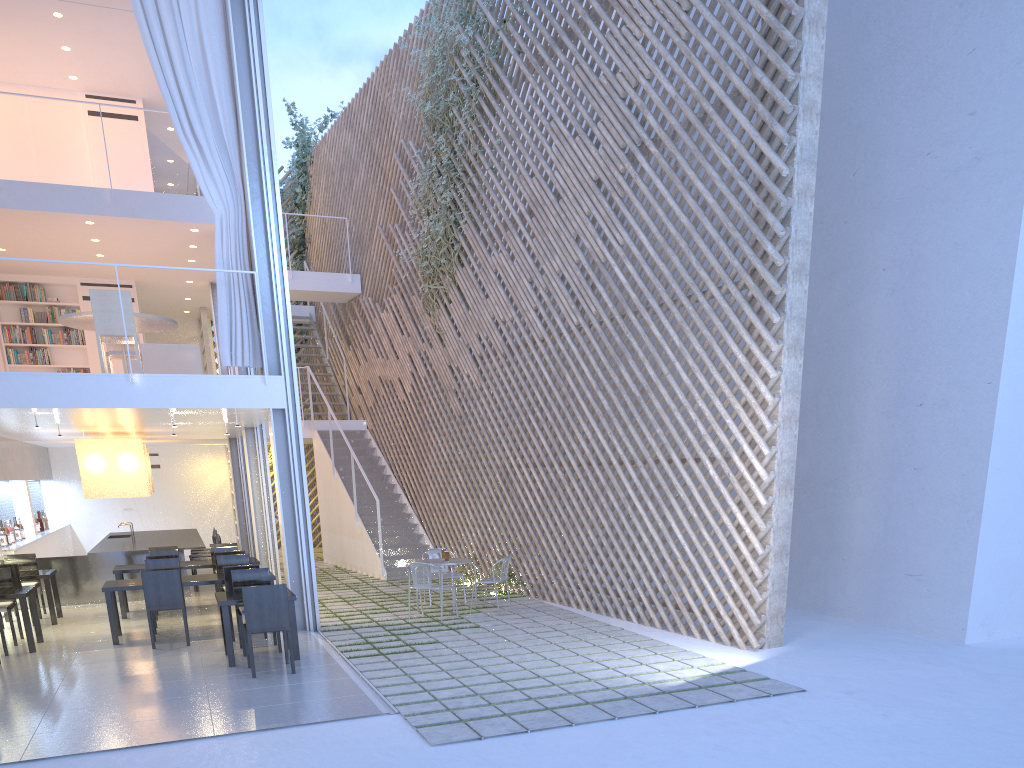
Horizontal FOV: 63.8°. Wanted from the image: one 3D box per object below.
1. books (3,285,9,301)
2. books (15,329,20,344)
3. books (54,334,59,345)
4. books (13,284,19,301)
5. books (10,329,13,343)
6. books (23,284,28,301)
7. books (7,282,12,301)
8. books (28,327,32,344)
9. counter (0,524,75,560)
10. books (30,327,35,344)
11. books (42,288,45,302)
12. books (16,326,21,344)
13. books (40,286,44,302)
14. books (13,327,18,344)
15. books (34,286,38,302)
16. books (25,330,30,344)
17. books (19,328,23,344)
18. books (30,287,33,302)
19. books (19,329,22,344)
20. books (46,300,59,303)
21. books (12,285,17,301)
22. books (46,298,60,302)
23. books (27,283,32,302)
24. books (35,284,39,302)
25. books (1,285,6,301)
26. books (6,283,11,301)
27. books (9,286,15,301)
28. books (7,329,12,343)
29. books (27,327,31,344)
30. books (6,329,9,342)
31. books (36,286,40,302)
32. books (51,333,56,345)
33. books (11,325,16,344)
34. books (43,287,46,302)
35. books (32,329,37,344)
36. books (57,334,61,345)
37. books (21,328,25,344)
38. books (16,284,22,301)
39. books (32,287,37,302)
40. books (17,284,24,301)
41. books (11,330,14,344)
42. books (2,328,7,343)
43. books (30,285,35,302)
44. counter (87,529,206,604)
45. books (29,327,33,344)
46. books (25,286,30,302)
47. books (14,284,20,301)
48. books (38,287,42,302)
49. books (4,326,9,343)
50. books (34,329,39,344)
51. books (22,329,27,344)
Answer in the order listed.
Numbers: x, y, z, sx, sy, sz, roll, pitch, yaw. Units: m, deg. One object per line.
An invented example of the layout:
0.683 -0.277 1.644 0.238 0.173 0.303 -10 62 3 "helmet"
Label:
-4.305 -0.766 7.014 0.020 0.138 0.066 -8 12 -23 "books"
-4.268 -0.405 7.109 0.015 0.133 0.084 -8 11 -23 "books"
-3.999 -0.387 7.227 0.020 0.104 0.060 -7 11 -23 "books"
-4.231 -0.773 7.032 0.024 0.153 0.079 -8 12 -23 "books"
-4.307 -0.404 7.092 0.006 0.130 0.090 -8 10 -23 "books"
-4.171 -0.772 7.058 0.026 0.151 0.075 -8 12 -23 "books"
-4.276 -0.778 7.015 0.011 0.162 0.078 -8 12 -23 "books"
-4.176 -0.413 7.141 0.009 0.154 0.085 -8 12 -23 "books"
-4.330 1.596 7.529 0.229 0.452 3.545 -6 -3 -23 "counter"
-4.159 -0.413 7.149 0.011 0.153 0.082 -8 12 -23 "books"
-4.039 -0.759 7.104 0.006 0.128 0.086 -8 10 -23 "books"
-4.254 -0.418 7.112 0.015 0.161 0.083 -8 12 -23 "books"
-4.049 -0.764 7.097 0.015 0.136 0.090 -8 10 -23 "books"
-4.284 -0.412 7.106 0.015 0.150 0.075 -8 12 -23 "books"
-4.090 -0.764 7.081 0.005 0.136 0.091 -8 10 -23 "books"
-4.199 -0.401 7.138 0.018 0.128 0.081 -8 11 -23 "books"
-4.236 -0.409 7.117 0.008 0.142 0.091 -8 11 -23 "books"
-4.126 -0.759 7.076 0.006 0.127 0.077 -8 11 -23 "books"
-4.243 -0.406 7.115 0.005 0.136 0.091 -8 10 -23 "books"
-3.987 -0.707 7.147 0.094 0.022 0.061 0 -4 -21 "books"
-4.243 -0.766 7.024 0.007 0.136 0.091 -8 10 -23 "books"
-3.984 -0.730 7.138 0.094 0.022 0.061 0 -4 -16 "books"
-4.136 -0.776 7.065 0.015 0.161 0.083 -8 12 -23 "books"
-4.084 -0.772 7.084 0.009 0.154 0.085 -8 12 -23 "books"
-4.325 -0.766 7.006 0.020 0.138 0.066 -8 12 -23 "books"
-4.287 -0.774 7.010 0.011 0.153 0.082 -8 12 -23 "books"
-4.258 -0.763 7.021 0.020 0.130 0.088 -8 10 -23 "books"
-4.320 -0.404 7.089 0.020 0.130 0.088 -8 10 -23 "books"
-4.185 -0.411 7.138 0.010 0.149 0.084 -8 11 -23 "books"
-4.333 -0.403 7.085 0.006 0.128 0.086 -8 10 -23 "books"
-4.074 -0.767 7.087 0.008 0.142 0.091 -8 11 -23 "books"
-4.018 -0.387 7.220 0.020 0.104 0.060 -7 11 -23 "books"
-4.296 -0.418 7.099 0.011 0.162 0.078 -8 12 -23 "books"
-4.037 -0.762 7.113 0.006 0.136 0.068 -8 12 -23 "books"
-4.146 -0.402 7.154 0.015 0.131 0.088 -8 10 -23 "books"
-3.979 -0.386 7.235 0.020 0.104 0.060 -7 11 -23 "books"
-4.229 -0.406 7.120 0.007 0.136 0.091 -8 10 -23 "books"
-4.214 -0.773 7.039 0.024 0.153 0.079 -8 12 -23 "books"
-4.104 -0.760 7.083 0.018 0.128 0.081 -8 11 -23 "books"
-4.206 -0.773 7.042 0.024 0.153 0.079 -8 12 -23 "books"
-4.304 -0.401 7.101 0.006 0.127 0.077 -8 11 -23 "books"
-4.356 -0.407 7.073 0.015 0.136 0.090 -8 10 -23 "books"
-4.117 -0.770 7.073 0.010 0.149 0.084 -8 11 -23 "books"
-3.176 1.565 7.311 0.808 0.389 2.455 -1 -5 -22 "counter"
-4.169 -0.413 7.147 0.008 0.153 0.079 -8 12 -23 "books"
-4.150 -0.763 7.063 0.015 0.133 0.084 -8 11 -23 "books"
-4.223 -0.773 7.035 0.024 0.153 0.079 -8 12 -23 "books"
-4.063 -0.761 7.093 0.015 0.131 0.088 -8 10 -23 "books"
-4.344 -0.413 7.079 0.015 0.150 0.084 -8 11 -23 "books"
-4.139 -0.403 7.166 0.006 0.136 0.068 -8 12 -23 "books"
-4.220 -0.405 7.136 0.020 0.138 0.066 -8 12 -23 "books"
